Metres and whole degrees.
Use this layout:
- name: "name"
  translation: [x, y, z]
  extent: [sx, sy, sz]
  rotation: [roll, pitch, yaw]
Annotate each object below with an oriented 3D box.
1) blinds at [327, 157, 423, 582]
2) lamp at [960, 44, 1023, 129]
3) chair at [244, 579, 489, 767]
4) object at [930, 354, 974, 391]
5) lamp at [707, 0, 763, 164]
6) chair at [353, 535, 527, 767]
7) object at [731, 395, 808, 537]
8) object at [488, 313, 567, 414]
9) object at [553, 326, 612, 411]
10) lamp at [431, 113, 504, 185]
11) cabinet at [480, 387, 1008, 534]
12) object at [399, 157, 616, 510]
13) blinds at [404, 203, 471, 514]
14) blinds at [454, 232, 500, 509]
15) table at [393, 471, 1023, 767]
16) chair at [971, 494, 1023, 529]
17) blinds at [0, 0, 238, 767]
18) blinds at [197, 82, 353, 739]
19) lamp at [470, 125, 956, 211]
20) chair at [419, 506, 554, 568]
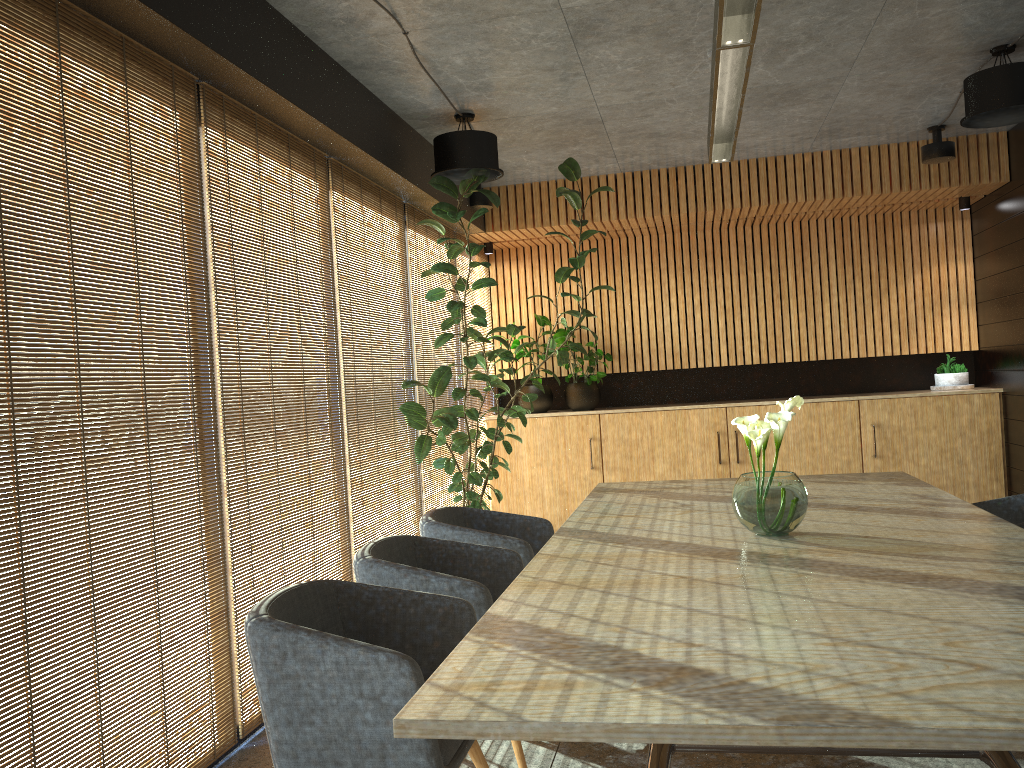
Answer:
- name: "blinds"
  translation: [-0.902, 0.091, 6.215]
  extent: [0.039, 3.038, 1.422]
  rotation: [-4, 0, 12]
- name: "lamp"
  translation: [3.073, -1.882, 5.538]
  extent: [0.513, 0.497, 0.513]
  rotation: [-4, 0, 41]
- name: "chair"
  translation: [-0.438, 1.148, 2.931]
  extent: [0.761, 0.944, 0.706]
  rotation: [-4, 0, 12]
- name: "object"
  translation: [4.283, -0.118, 8.648]
  extent: [0.384, 0.347, 0.384]
  rotation: [-4, 0, 34]
- name: "lamp"
  translation: [0.876, -1.659, 3.556]
  extent: [0.151, 0.618, 4.009]
  rotation: [-4, 0, 12]
- name: "chair"
  translation: [-0.257, 1.137, 3.812]
  extent: [0.761, 0.944, 0.706]
  rotation: [-4, 0, 12]
- name: "object"
  translation: [1.026, 0.327, 3.559]
  extent: [0.295, 0.546, 0.322]
  rotation: [-4, 0, 22]
- name: "object"
  translation: [0.174, -0.218, 9.332]
  extent: [0.640, 1.054, 0.666]
  rotation: [-4, 0, -37]
- name: "object"
  translation: [0.678, -0.162, 9.213]
  extent: [0.679, 0.880, 0.512]
  rotation: [-4, 0, 15]
- name: "lamp"
  translation: [-0.327, -1.671, 6.241]
  extent: [0.513, 0.497, 0.513]
  rotation: [-4, 0, -18]
- name: "cabinet"
  translation: [2.194, 0.822, 9.018]
  extent: [4.954, 1.272, 1.006]
  rotation: [-4, 0, 12]
- name: "object"
  translation: [-0.281, -0.026, 7.063]
  extent: [1.875, 3.266, 1.958]
  rotation: [-4, 0, -40]
- name: "blinds"
  translation: [-0.600, 0.072, 7.678]
  extent: [0.039, 3.038, 1.422]
  rotation: [-4, 0, 12]
- name: "blinds"
  translation: [-0.304, 0.053, 9.116]
  extent: [0.039, 3.038, 1.422]
  rotation: [-4, 0, 12]
- name: "table"
  translation: [1.071, 1.062, 3.538]
  extent: [1.816, 0.927, 3.932]
  rotation: [-4, 0, 12]
- name: "chair"
  translation: [2.467, 0.968, 4.167]
  extent: [0.761, 0.944, 0.706]
  rotation: [-4, 0, 12]
- name: "blinds"
  translation: [-1.624, 0.154, 0.745]
  extent: [1.388, 3.075, 6.486]
  rotation: [-4, 0, -7]
- name: "blinds"
  translation: [-1.198, 0.109, 4.777]
  extent: [0.039, 3.038, 1.422]
  rotation: [-4, 0, 12]
- name: "lamp"
  translation: [1.604, -1.878, 7.735]
  extent: [4.179, 0.294, 0.257]
  rotation: [-4, 0, 12]
- name: "chair"
  translation: [-0.075, 1.126, 4.693]
  extent: [0.761, 0.944, 0.706]
  rotation: [-4, 0, 12]
